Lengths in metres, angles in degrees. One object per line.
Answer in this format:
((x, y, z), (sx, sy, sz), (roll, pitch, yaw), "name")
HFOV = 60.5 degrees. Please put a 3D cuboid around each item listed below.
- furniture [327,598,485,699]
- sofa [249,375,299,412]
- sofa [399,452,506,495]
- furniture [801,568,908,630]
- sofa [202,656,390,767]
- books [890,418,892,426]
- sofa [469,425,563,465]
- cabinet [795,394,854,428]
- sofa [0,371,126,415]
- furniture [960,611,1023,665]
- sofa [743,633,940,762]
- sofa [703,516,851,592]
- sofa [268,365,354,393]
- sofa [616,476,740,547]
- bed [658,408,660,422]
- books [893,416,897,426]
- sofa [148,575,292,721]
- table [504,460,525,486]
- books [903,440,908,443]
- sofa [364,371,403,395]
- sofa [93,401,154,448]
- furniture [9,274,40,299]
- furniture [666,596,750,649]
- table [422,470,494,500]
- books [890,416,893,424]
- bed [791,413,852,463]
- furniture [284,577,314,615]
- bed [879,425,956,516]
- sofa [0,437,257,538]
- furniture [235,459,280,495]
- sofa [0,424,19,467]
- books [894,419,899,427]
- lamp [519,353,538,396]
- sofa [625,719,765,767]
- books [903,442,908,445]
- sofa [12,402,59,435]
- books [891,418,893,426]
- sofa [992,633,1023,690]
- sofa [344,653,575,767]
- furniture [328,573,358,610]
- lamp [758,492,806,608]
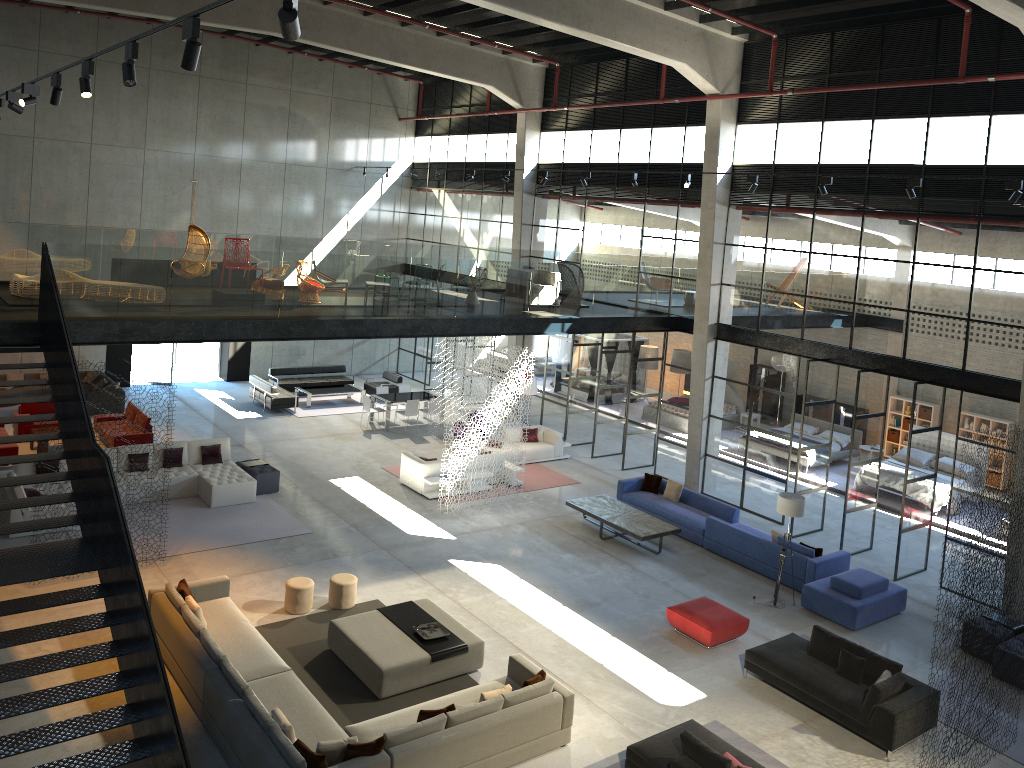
((-1.384, 3.388, 11.398), (1.536, 0.395, 1.471), (-3, 13, -37), "furniture")
((-6.608, 0.257, 24.312), (0.820, 0.750, 1.678), (-1, 11, -37), "sofa")
((-1.262, 1.810, 18.837), (2.137, 0.664, 0.962), (-3, 11, -37), "sofa")
((5.499, 3.323, 14.061), (1.536, 0.549, 0.964), (-3, 12, -37), "furniture")
((-2.287, 3.607, 9.058), (1.053, 0.715, 2.373), (-2, 12, -37), "sofa")
((10.460, 1.043, 24.127), (0.143, 0.195, 0.018), (0, 5, -37), "books")
((0.112, 1.488, 21.077), (2.146, 0.662, 0.956), (-3, 11, -37), "sofa")
((9.302, 1.104, 25.674), (0.449, 1.147, 2.114), (2, 9, -37), "cabinet")
((-11.929, 0.257, 22.496), (3.189, 0.563, 2.869), (-3, 13, -37), "sofa")
((7.186, 3.751, 13.019), (0.958, 0.451, 0.517), (-1, 10, -32), "furniture")
((4.131, 3.804, 11.155), (1.081, 0.556, 2.140), (-2, 13, -36), "sofa")
((4.666, 2.904, 15.607), (1.053, 0.715, 2.373), (-2, 12, -37), "sofa")
((-6.002, -0.090, 26.347), (2.452, 0.751, 0.833), (-3, 11, -37), "sofa")
((3.264, 2.481, 17.484), (1.053, 0.598, 2.373), (-2, 12, -37), "sofa")
((5.395, 0.544, 26.108), (2.339, 1.268, 2.062), (-2, 11, -37), "bed")
((10.505, 1.015, 24.060), (0.184, 0.285, 0.049), (1, 5, -37), "books")
((-3.679, 3.132, 10.905), (1.053, 0.715, 2.373), (-2, 12, -37), "sofa")
((-0.213, 1.925, 19.475), (0.300, 0.365, 1.220), (0, 11, -37), "table")
((10.772, 1.572, 23.731), (0.230, 0.054, 0.287), (-3, 13, -37), "books")
((-3.885, 0.079, 26.378), (0.820, 0.752, 0.965), (-1, 10, -37), "sofa")
((-8.684, 0.980, 19.582), (0.815, 0.806, 1.995), (-1, 11, -37), "sofa")
((-7.252, -1.707, 15.091), (2.482, 0.468, 0.931), (2, 10, -15), "furniture")
((2.853, 3.471, 12.812), (0.854, 0.373, 0.868), (-3, 12, -37), "furniture")
((-1.111, 2.093, 18.231), (1.569, 0.366, 0.305), (-3, 10, -37), "table")
((10.452, 1.007, 24.139), (0.175, 0.259, 0.019), (1, 5, -37), "books")
((7.604, 1.512, 23.139), (2.394, 0.861, 2.292), (-3, 13, -37), "bed")
((-3.047, 3.024, 12.559), (0.400, 0.397, 0.407), (2, 8, -23), "furniture")
((9.498, 1.941, 20.380), (2.315, 1.404, 2.253), (-2, 11, -38), "bed")
((-6.963, 1.775, 16.088), (4.150, 0.861, 1.854), (-3, 13, -37), "sofa")
((-5.106, 1.849, 17.570), (0.509, 0.451, 0.973), (-2, 12, -42), "furniture")
((-10.756, 1.116, 18.010), (0.815, 0.805, 2.331), (-1, 11, -37), "sofa")
((10.539, 1.063, 24.034), (0.159, 0.202, 0.076), (0, 6, -37), "books")
((0.411, -0.324, 19.934), (0.438, 1.092, 0.445), (3, 5, -29), "lamp")
((3.058, 4.243, 8.449), (4.106, 0.558, 1.478), (11, 12, 31), "sofa")
((10.768, 1.628, 23.733), (0.230, 0.054, 0.314), (-3, 13, -37), "books")
((-10.500, 0.782, 19.831), (1.283, 0.807, 0.828), (-2, 10, -37), "sofa")
((10.481, 1.040, 24.099), (0.175, 0.214, 0.031), (0, 5, -37), "books")
((8.601, 4.035, 11.088), (1.824, 0.860, 4.217), (-2, 13, -37), "sofa")
((-0.545, 3.655, 9.553), (2.335, 0.715, 1.070), (-3, 11, -37), "sofa")
((-2.469, 3.024, 12.804), (0.405, 0.397, 0.401), (11, 9, 42), "furniture")
((4.324, 2.669, 14.034), (0.667, 1.729, 0.434), (1, 5, -40), "lamp")
